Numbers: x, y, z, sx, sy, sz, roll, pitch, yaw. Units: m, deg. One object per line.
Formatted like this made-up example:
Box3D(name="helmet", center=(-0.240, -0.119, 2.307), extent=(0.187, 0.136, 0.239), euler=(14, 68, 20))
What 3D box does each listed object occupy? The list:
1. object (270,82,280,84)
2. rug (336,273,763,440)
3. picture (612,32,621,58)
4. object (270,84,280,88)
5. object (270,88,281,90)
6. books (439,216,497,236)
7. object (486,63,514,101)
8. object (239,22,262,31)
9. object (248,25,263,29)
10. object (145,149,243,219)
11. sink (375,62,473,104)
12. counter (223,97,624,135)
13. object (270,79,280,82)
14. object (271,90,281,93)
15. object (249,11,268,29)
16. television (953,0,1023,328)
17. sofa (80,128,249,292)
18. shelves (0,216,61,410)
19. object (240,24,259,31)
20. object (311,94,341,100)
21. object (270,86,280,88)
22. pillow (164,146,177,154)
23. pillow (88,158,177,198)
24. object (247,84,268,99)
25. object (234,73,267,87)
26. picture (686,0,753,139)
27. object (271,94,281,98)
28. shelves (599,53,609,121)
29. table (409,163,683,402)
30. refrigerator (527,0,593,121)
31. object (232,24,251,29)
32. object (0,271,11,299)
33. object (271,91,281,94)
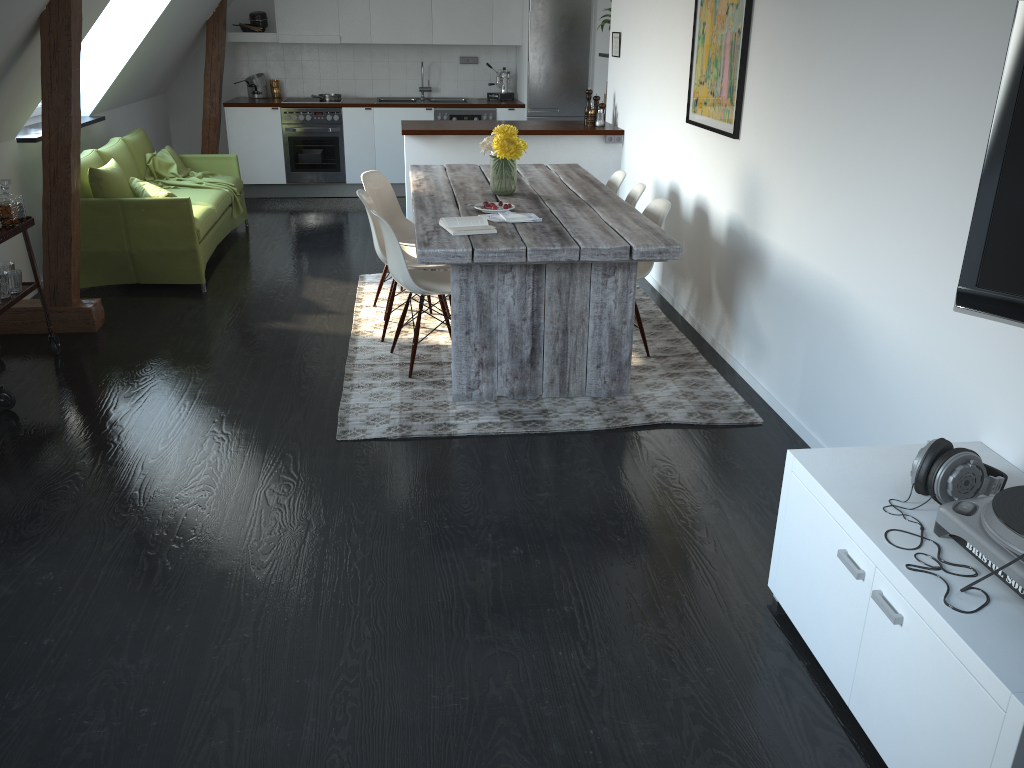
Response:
Box3D(name="object", center=(-2.426, -3.067, 9.066), extent=(0.100, 0.036, 0.100), euler=(9, 23, 20))
Box3D(name="rug", center=(0.033, -0.297, 5.089), extent=(1.898, 0.022, 2.677), euler=(-2, 22, -7))
Box3D(name="picture", center=(0.809, -2.629, 6.870), extent=(0.023, 0.182, 0.250), euler=(-2, 22, -7))
Box3D(name="object", center=(-2.426, -3.051, 9.073), extent=(0.100, 0.036, 0.100), euler=(-17, 28, -37))
Box3D(name="object", center=(-2.425, -3.016, 9.092), extent=(0.099, 0.043, 0.100), euler=(-7, 23, -18))
Box3D(name="books", center=(-0.202, -0.723, 4.013), extent=(0.202, 0.042, 0.251), euler=(-7, 23, -18))
Box3D(name="object", center=(-0.146, -3.145, 9.213), extent=(0.206, 0.370, 0.353), euler=(18, 28, 36))
Box3D(name="object", center=(-2.566, -3.497, 8.683), extent=(0.331, 0.077, 0.061), euler=(19, 28, 38))
Box3D(name="object", center=(-2.544, -3.512, 8.728), extent=(0.335, 0.031, 0.065), euler=(18, 28, 37))
Box3D(name="object", center=(-2.540, -1.620, 7.134), extent=(0.722, 0.493, 0.711), euler=(-4, 22, -11))
Box3D(name="sink", center=(-0.903, -2.998, 9.022), extent=(0.963, 0.519, 0.671), euler=(-2, 22, -7))
Box3D(name="counter", center=(-1.001, -2.430, 7.957), extent=(3.365, 0.038, 3.085), euler=(-2, 22, -7))
Box3D(name="object", center=(-2.424, -3.086, 9.058), extent=(0.100, 0.047, 0.099), euler=(-4, 22, -11))
Box3D(name="object", center=(-2.422, -2.996, 9.098), extent=(0.099, 0.051, 0.099), euler=(-7, 23, -20))
Box3D(name="object", center=(-2.506, -3.596, 8.766), extent=(0.190, 0.166, 0.200), euler=(-19, 30, -40))
Box3D(name="television", center=(1.462, -0.356, 1.570), extent=(0.537, 0.652, 1.005), euler=(-18, 29, -38))
Box3D(name="sofa", center=(-2.584, -1.359, 6.545), extent=(0.898, 0.825, 2.093), euler=(-2, 22, -8))
Box3D(name="shelves", center=(-2.515, -0.353, 4.182), extent=(0.438, 0.732, 0.803), euler=(-3, 22, -10))
Box3D(name="object", center=(-2.577, -3.487, 8.675), extent=(0.065, 0.065, 0.332), euler=(-17, 28, -37))
Box3D(name="object", center=(-1.891, -2.899, 8.942), extent=(0.351, 0.061, 0.232), euler=(-13, 26, -31))
Box3D(name="object", center=(-2.426, -3.036, 9.083), extent=(0.099, 0.057, 0.101), euler=(2, 22, 4))
Box3D(name="pillow", center=(-2.766, -1.763, 7.180), extent=(0.210, 0.275, 0.462), euler=(-3, 22, -9))
Box3D(name="pillow", center=(-2.389, -1.256, 5.777), extent=(0.600, 0.387, 0.475), euler=(-3, 22, -9))
Box3D(name="object", center=(-2.561, -2.971, 8.979), extent=(0.200, 0.154, 0.348), euler=(-10, 25, -26))
Box3D(name="object", center=(-2.659, -3.052, 8.966), extent=(0.371, 0.169, 0.203), euler=(-14, 26, -32))
Box3D(name="picture", center=(1.084, -1.930, 4.612), extent=(0.036, 1.181, 0.808), euler=(-2, 22, -7))
Box3D(name="object", center=(-2.419, -2.960, 9.114), extent=(0.100, 0.036, 0.100), euler=(-3, 22, -10))
Box3D(name="shelves", center=(1.083, -2.481, 7.462), extent=(0.660, 0.553, 0.408), euler=(-2, 22, -7))
Box3D(name="table", center=(0.023, -0.661, 4.960), extent=(1.141, 0.788, 2.421), euler=(-2, 22, -7))
Box3D(name="refrigerator", center=(0.461, -2.941, 8.782), extent=(0.609, 1.868, 0.031), euler=(-2, 22, -7))
Box3D(name="object", center=(-2.620, -3.518, 8.756), extent=(0.357, 0.075, 0.244), euler=(-15, 27, -33))
Box3D(name="object", center=(-2.438, -0.470, 4.218), extent=(0.095, 0.119, 0.095), euler=(-20, 30, -41))
Box3D(name="object", center=(-2.420, -2.980, 9.104), extent=(0.100, 0.048, 0.099), euler=(5, 22, 10))
